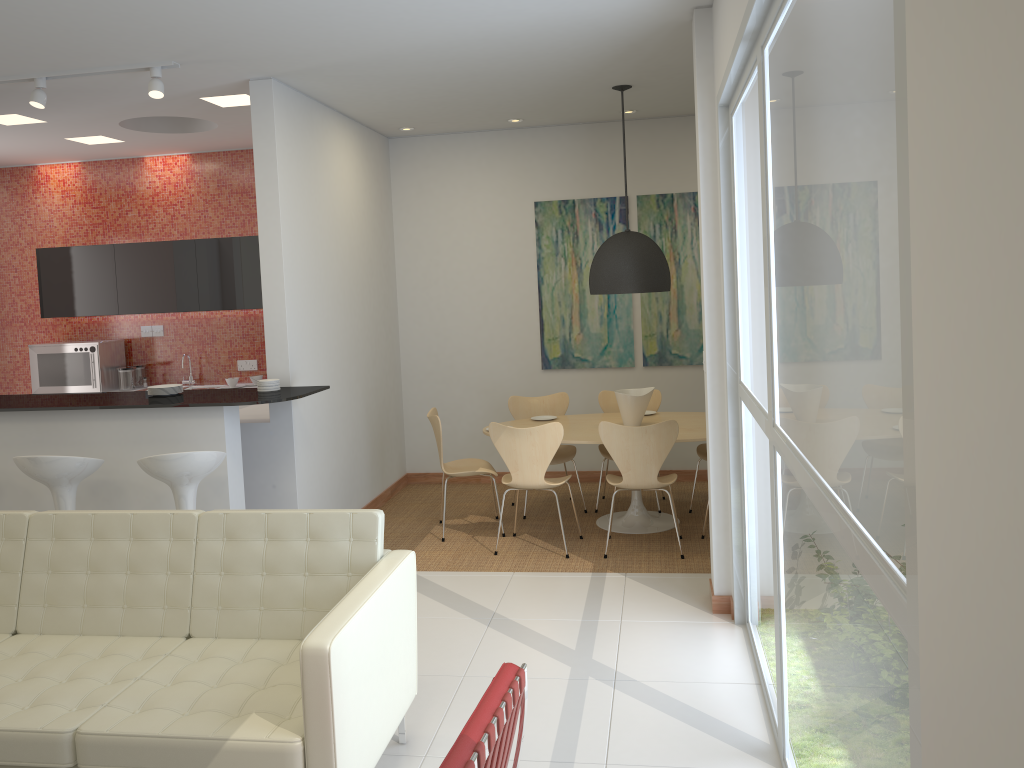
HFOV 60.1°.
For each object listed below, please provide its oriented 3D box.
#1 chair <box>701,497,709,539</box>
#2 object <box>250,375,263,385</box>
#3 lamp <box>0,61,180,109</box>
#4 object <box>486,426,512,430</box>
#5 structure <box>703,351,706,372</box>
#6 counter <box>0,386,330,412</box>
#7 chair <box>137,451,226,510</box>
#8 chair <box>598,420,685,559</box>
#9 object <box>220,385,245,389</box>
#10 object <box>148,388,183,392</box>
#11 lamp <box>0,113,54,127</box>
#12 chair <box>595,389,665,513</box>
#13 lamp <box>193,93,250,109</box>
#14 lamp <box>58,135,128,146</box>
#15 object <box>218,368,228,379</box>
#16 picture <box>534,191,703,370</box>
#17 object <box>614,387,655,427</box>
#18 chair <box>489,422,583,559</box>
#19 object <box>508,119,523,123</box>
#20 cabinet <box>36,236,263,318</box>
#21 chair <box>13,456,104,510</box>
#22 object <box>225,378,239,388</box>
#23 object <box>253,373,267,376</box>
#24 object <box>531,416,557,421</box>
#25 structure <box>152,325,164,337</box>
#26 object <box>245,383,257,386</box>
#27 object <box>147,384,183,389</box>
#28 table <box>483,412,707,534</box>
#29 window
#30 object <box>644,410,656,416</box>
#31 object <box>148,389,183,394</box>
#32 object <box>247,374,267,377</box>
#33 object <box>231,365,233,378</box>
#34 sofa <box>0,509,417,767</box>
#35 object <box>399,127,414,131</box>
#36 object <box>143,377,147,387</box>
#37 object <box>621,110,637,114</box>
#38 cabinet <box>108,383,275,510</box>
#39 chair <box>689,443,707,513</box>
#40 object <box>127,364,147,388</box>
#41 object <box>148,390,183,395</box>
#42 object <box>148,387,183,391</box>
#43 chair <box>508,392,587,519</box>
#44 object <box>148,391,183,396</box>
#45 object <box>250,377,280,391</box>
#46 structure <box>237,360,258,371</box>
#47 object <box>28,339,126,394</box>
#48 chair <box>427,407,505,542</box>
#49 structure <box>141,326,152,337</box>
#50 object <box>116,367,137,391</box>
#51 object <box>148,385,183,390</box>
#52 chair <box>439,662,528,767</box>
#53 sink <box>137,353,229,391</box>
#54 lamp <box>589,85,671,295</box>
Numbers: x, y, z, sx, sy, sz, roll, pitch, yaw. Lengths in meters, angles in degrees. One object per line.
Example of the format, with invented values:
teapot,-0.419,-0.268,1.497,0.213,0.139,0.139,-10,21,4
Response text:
chair,1.572,0.631,5.875,0.521,0.904,0.517,-3,4,-7
object,-2.374,-0.034,8.225,0.121,0.084,0.121,-5,6,-25
lamp,-2.865,-1.760,5.332,1.821,0.199,0.113,-2,4,9
object,-0.091,0.338,6.617,0.210,0.015,0.211,1,8,31
structure,1.038,-0.122,4.783,0.013,0.104,0.114,-2,5,10
counter,-2.692,0.104,5.577,2.963,0.019,0.739,-2,7,9
chair,-1.774,0.843,4.851,0.457,1.017,0.466,-3,4,-4
chair,0.864,0.661,5.905,0.521,0.904,0.518,-2,4,9
object,-2.553,0.029,8.092,0.219,0.014,0.219,-8,8,-40
object,-2.197,0.041,5.615,0.211,0.015,0.210,-7,8,-36
lamp,-3.716,-1.976,6.567,0.408,0.034,0.410,-2,7,9
chair,0.937,0.523,7.082,0.521,0.904,0.518,-2,4,14
lamp,-1.973,-2.024,6.277,0.408,0.034,0.410,-2,7,9
lamp,-3.555,-2.095,7.548,0.408,0.034,0.410,-2,7,9
object,-2.620,-0.064,8.106,0.164,0.177,0.011,-1,4,23
picture,1.088,-0.900,7.789,1.738,1.502,0.020,-2,3,9
object,0.899,0.169,6.538,0.271,0.279,0.262,2,7,45
chair,0.161,0.677,6.050,0.521,0.904,0.518,-1,4,17
object,0.029,-2.239,7.526,0.130,0.010,0.129,-7,8,-35
cabinet,-2.846,-1.013,8.260,3.241,0.657,0.353,-2,4,9
chair,-2.497,0.863,4.968,0.457,1.017,0.466,-1,4,20
object,-2.555,-0.011,8.090,0.121,0.084,0.121,0,6,29
object,-2.373,-0.081,8.231,0.008,0.009,0.235,1,7,34
object,0.254,0.274,7.035,0.210,0.015,0.211,1,8,31
structure,-3.424,-0.513,8.562,0.114,0.104,0.008,-2,3,9
object,-2.372,0.005,8.227,0.218,0.014,0.219,-1,7,14
object,-2.198,0.020,5.614,0.211,0.015,0.210,-7,8,-36
table,0.914,0.668,6.583,2.261,0.726,1.286,-2,6,10
window,0.885,0.095,2.876,0.121,2.704,3.449,-2,5,10
object,1.047,0.234,7.061,0.210,0.015,0.211,1,7,27
object,-2.197,0.048,5.615,0.211,0.015,0.210,-7,8,-36
object,-2.373,-0.078,8.202,0.008,0.009,0.235,1,7,39
object,-2.568,-0.071,8.144,0.009,0.195,0.140,-4,4,-21
sofa,-1.728,1.046,3.400,2.563,0.919,1.005,-2,5,9
object,-0.915,-2.213,7.683,0.130,0.010,0.129,-7,8,-35
object,-3.494,-0.018,8.435,0.037,0.092,0.037,-2,4,10
object,0.972,-2.265,7.369,0.130,0.010,0.129,-7,8,-35
cabinet,-2.992,0.638,7.305,3.334,0.981,2.507,-2,6,9
chair,1.689,0.517,6.834,0.521,0.904,0.518,0,5,34
object,-3.607,-0.074,8.528,0.172,0.215,0.172,0,5,28
object,-2.197,0.055,5.615,0.211,0.015,0.210,-7,8,-36
object,-2.198,0.034,5.614,0.211,0.015,0.210,-7,8,-36
chair,0.269,0.552,7.100,0.521,0.904,0.517,-3,4,-11
object,-2.196,0.062,5.616,0.211,0.015,0.210,-7,8,-36
object,-1.555,-0.010,5.596,0.173,0.097,0.140,-2,5,2
structure,-2.519,-0.178,8.429,0.198,0.099,0.016,-2,3,9
object,-4.129,-0.163,8.420,0.722,0.469,0.437,-2,5,9
chair,-0.352,0.641,6.576,0.516,0.904,0.523,-3,4,-6
structure,-3.541,-0.509,8.579,0.114,0.104,0.013,-2,3,9
object,-3.605,-0.047,8.293,0.172,0.215,0.172,0,5,28
object,-2.198,0.027,5.614,0.211,0.015,0.210,-7,8,-36
chair,-0.323,1.186,2.113,0.706,0.814,0.703,-1,5,15
sink,-3.068,-0.012,8.291,0.808,0.536,0.418,-2,4,9
lamp,0.832,-1.411,6.455,0.594,1.489,0.596,-2,4,12
